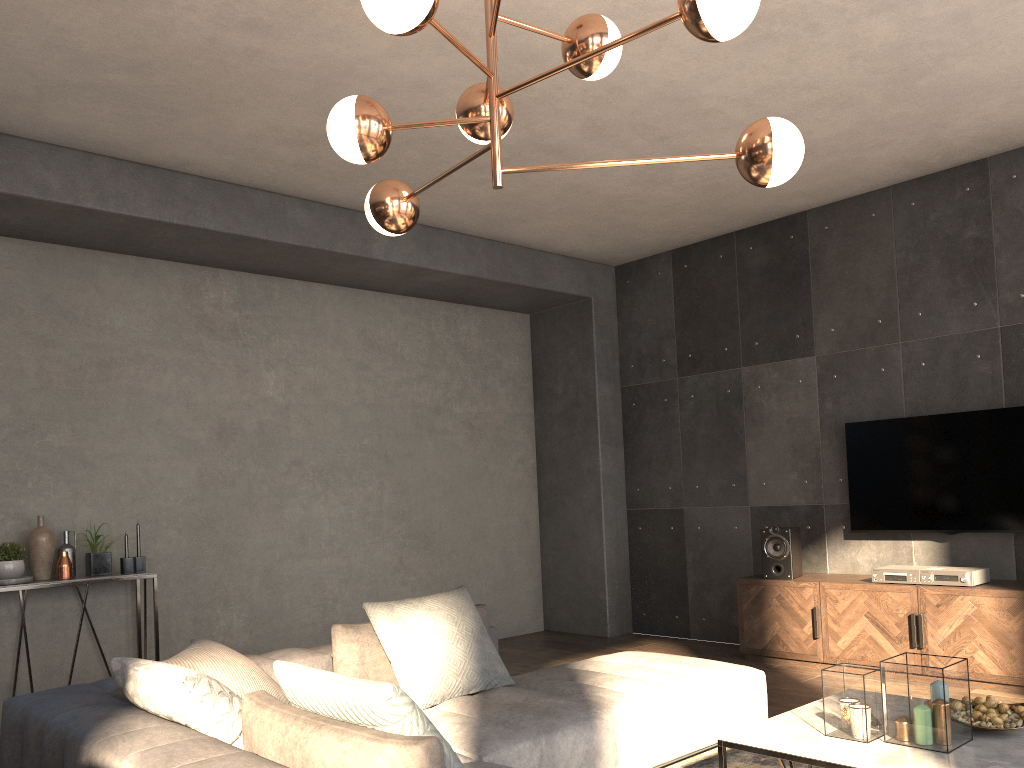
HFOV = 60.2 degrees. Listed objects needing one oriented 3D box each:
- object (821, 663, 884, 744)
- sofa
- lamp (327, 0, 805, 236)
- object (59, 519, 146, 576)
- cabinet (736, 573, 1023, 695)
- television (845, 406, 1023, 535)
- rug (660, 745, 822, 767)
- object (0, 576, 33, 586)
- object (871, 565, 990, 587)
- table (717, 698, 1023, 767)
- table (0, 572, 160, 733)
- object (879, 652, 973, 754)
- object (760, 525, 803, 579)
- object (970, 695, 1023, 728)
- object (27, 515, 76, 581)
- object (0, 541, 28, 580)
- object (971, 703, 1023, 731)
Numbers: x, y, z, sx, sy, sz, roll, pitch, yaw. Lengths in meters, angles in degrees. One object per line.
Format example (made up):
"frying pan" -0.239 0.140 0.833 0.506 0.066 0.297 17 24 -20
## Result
"object" 1.146 1.062 2.952 0.150 0.219 0.149 1 -5 -43
"sofa" 0.007 1.180 3.186 2.914 0.780 2.035 4 -9 -43
"lamp" -0.016 -1.061 2.451 1.467 1.034 1.018 -5 -5 24
"object" -2.336 0.927 5.066 0.401 0.336 0.317 -2 -5 -1
"cabinet" 2.507 1.444 5.206 0.541 0.548 2.422 2 -8 -42
"television" 2.656 0.547 5.365 0.057 0.732 1.273 -1 -6 -42
"rug" 0.890 1.484 2.847 3.147 0.020 1.739 4 -10 -42
"object" -2.686 1.052 4.712 0.228 0.031 0.230 3 -9 -36
"object" 2.441 1.123 5.170 0.270 0.087 0.576 4 -9 -42
"table" 1.359 1.319 2.963 0.931 0.307 0.936 4 -9 -42
"table" -2.542 1.488 4.835 1.101 0.817 0.301 2 -5 -43
"object" 1.334 1.020 2.845 0.196 0.260 0.200 1 -5 -42
"object" 1.788 1.107 5.865 0.199 0.352 0.249 -5 -4 32
"object" 1.590 1.118 2.990 0.278 0.071 0.324 -8 -9 36
"object" -2.638 0.882 4.810 0.226 0.388 0.562 -6 -6 43
"object" -2.687 0.953 4.715 0.188 0.226 0.195 -5 -5 26
"object" 1.585 1.115 2.983 0.348 0.083 0.348 -6 -8 25
